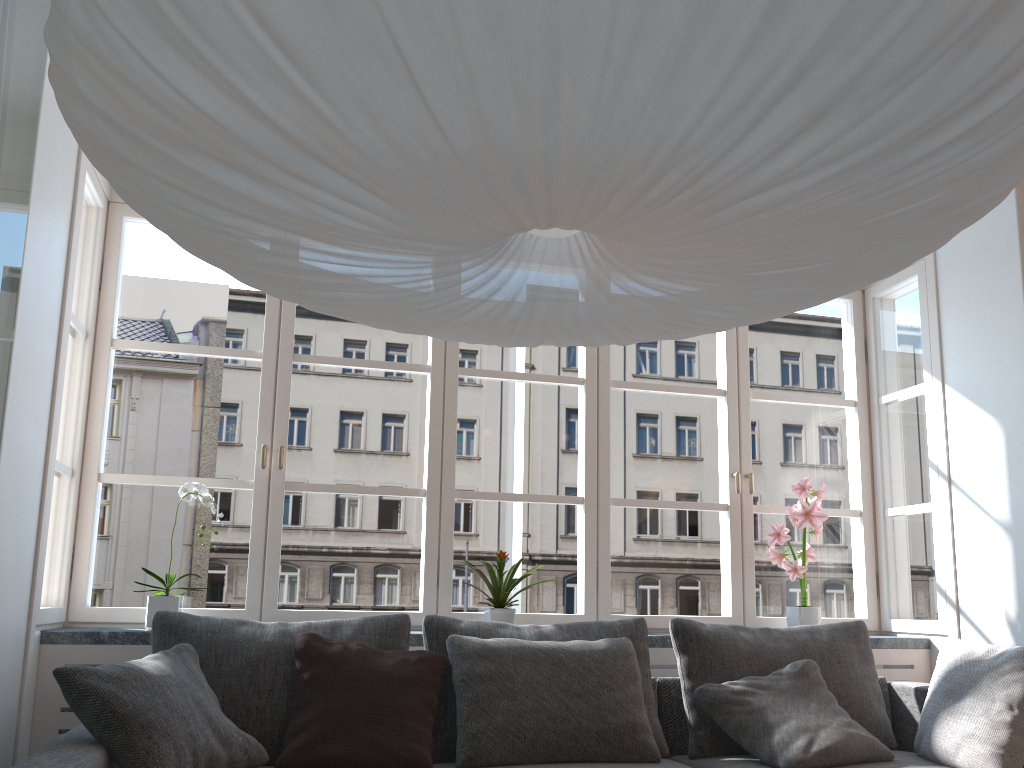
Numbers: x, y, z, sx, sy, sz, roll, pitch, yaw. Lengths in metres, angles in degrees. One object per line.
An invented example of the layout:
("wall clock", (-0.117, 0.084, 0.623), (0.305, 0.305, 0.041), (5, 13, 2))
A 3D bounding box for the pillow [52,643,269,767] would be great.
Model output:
("pillow", (-0.951, 0.910, 2.439), (0.347, 0.354, 0.521), (-4, -14, 24))

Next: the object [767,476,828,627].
("object", (1.254, 0.749, 3.863), (0.202, 0.681, 0.300), (8, -12, -34))

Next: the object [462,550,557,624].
("object", (-0.016, 0.820, 3.505), (0.378, 0.324, 0.325), (11, -15, -38))

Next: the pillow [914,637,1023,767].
("pillow", (1.503, 1.048, 2.892), (0.287, 0.409, 0.500), (4, -12, -15))

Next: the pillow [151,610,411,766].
("pillow", (-0.732, 0.966, 2.805), (0.837, 0.472, 0.278), (4, -11, -14))

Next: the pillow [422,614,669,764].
("pillow", (0.108, 1.034, 3.026), (0.840, 0.469, 0.280), (4, -11, -14))

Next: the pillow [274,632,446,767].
("pillow", (-0.447, 0.974, 2.714), (0.521, 0.398, 0.315), (4, -12, -12))

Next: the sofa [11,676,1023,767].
("sofa", (0.370, 1.145, 2.149), (3.071, 0.663, 2.067), (4, -14, -14))

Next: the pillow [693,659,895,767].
("pillow", (0.938, 1.097, 2.967), (0.494, 0.317, 0.448), (9, -15, -32))

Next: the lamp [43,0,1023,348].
("lamp", (0.068, -0.270, 1.421), (1.473, 0.207, 1.489), (-4, -15, 22))

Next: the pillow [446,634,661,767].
("pillow", (0.129, 1.026, 2.882), (0.667, 0.392, 0.296), (4, -12, -14))

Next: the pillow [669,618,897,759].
("pillow", (0.996, 1.104, 3.236), (0.837, 0.471, 0.278), (4, -11, -14))
